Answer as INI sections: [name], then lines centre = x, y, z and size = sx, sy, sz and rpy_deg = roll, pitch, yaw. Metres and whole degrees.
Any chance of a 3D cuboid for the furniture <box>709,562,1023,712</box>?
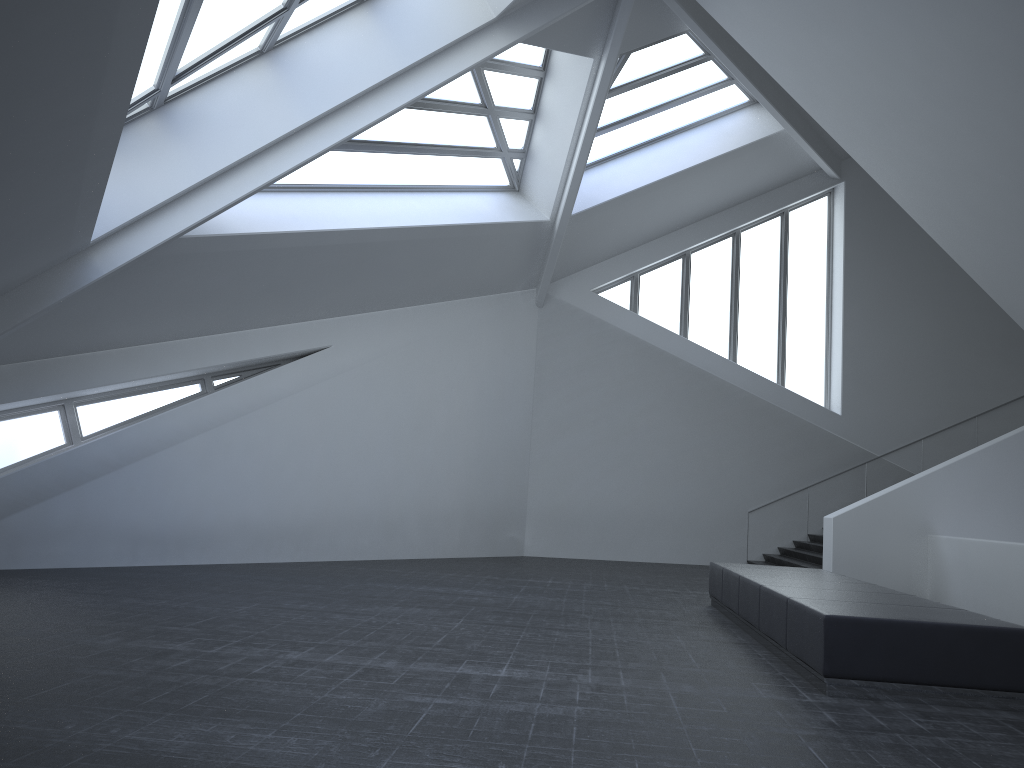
[furniture]
centre = 3.175, 2.349, 9.073
size = 1.488, 0.580, 5.742
rpy_deg = 3, -7, 5
